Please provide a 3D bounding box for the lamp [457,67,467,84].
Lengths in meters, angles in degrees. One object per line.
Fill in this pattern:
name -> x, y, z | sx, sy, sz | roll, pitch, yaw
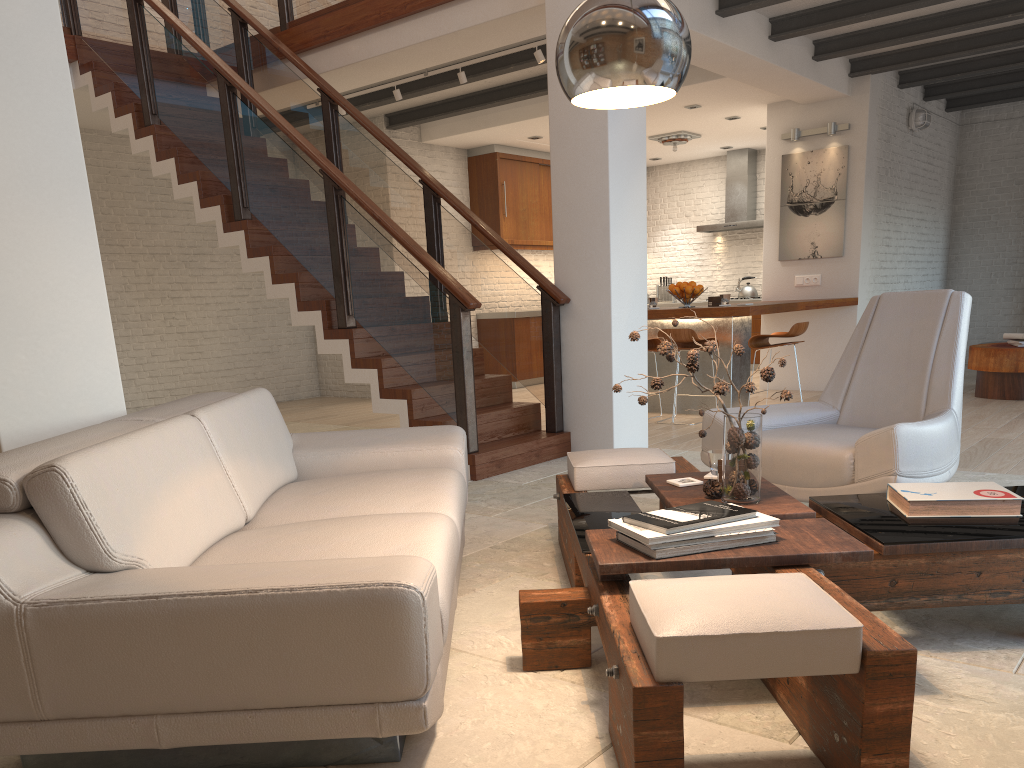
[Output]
lamp -> -0.398, -2.460, 6.973 | 0.060, 0.134, 0.084 | 9, 17, 41

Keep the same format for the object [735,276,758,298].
object -> 3.145, -1.292, 11.609 | 0.259, 0.285, 0.256 | -9, 12, -28

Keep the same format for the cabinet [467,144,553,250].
cabinet -> 0.719, -2.369, 11.616 | 0.456, 1.206, 3.262 | 9, 12, 39

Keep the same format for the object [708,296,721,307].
object -> 1.746, -0.709, 7.478 | 0.094, 0.085, 0.111 | -4, 9, -6

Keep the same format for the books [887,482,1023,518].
books -> 1.385, 0.362, 2.748 | 0.327, 0.058, 0.246 | -2, 6, 10

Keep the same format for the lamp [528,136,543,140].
lamp -> 0.261, -2.792, 9.817 | 0.122, 0.057, 0.121 | 3, 9, 39

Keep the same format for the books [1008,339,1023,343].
books -> 4.565, -0.380, 7.691 | 0.252, 0.011, 0.308 | -2, 6, 14

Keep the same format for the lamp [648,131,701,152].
lamp -> 1.904, -2.808, 10.190 | 0.446, 0.177, 0.439 | 3, 9, 39

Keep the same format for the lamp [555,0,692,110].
lamp -> 0.497, -0.287, 1.377 | 0.318, 2.434, 1.964 | -7, 12, -14

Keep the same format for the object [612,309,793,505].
object -> 0.589, 0.075, 2.752 | 0.542, 0.630, 0.304 | -1, 13, 10

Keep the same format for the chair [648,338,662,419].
chair -> 1.024, -0.086, 7.594 | 0.400, 0.803, 0.411 | 8, 17, 38

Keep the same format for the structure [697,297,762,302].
structure -> 3.023, -1.155, 11.874 | 0.804, 0.033, 0.576 | 1, 7, 39

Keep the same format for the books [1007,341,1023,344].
books -> 4.571, -0.370, 7.700 | 0.253, 0.011, 0.308 | -2, 5, 9

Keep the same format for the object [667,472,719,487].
object -> 0.690, 0.331, 3.111 | 0.271, 0.036, 0.240 | -2, 6, 11

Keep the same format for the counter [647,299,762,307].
counter -> 1.975, -0.972, 11.040 | 3.490, 0.072, 3.253 | 2, 7, 39

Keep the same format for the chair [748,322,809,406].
chair -> 2.251, -0.118, 7.287 | 0.417, 0.803, 0.393 | 8, 17, 38

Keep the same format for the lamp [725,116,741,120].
lamp -> 2.348, -2.845, 9.266 | 0.122, 0.057, 0.121 | 3, 9, 39

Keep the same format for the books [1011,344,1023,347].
books -> 4.581, -0.349, 7.702 | 0.252, 0.011, 0.308 | -1, 6, 19

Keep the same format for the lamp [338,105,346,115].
lamp -> -1.538, -2.487, 7.875 | 0.059, 0.134, 0.083 | -1, 12, 9

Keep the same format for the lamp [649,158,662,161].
lamp -> 1.942, -3.062, 11.797 | 0.122, 0.057, 0.121 | 3, 9, 39

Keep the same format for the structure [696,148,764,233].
structure -> 3.002, -2.568, 11.548 | 0.975, 1.029, 0.445 | 5, 16, 38

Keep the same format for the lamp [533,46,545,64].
lamp -> 0.204, -2.445, 6.487 | 0.087, 0.134, 0.057 | -3, 13, 0

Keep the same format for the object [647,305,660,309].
object -> 1.222, -0.692, 7.838 | 0.284, 0.036, 0.200 | 2, 7, 39

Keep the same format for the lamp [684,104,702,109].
lamp -> 1.787, -2.755, 8.606 | 0.122, 0.057, 0.121 | 3, 9, 39

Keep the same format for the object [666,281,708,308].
object -> 1.532, -0.785, 7.633 | 0.366, 0.230, 0.351 | -2, 8, 5

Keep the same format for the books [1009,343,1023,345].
books -> 4.588, -0.362, 7.712 | 0.253, 0.011, 0.308 | -2, 5, 9

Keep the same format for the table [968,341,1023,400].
table -> 4.858, -0.170, 8.220 | 1.793, 0.463, 1.063 | -9, 9, -44

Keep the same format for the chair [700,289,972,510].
chair -> 1.520, 0.125, 3.830 | 0.957, 1.053, 1.005 | -10, 13, -33

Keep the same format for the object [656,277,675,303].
object -> 2.235, -1.372, 12.718 | 0.318, 0.389, 0.064 | 6, 17, 38

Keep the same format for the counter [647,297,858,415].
counter -> 1.989, -0.278, 8.291 | 1.670, 0.953, 2.437 | 4, 9, 39

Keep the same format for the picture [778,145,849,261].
picture -> 2.971, -1.767, 8.623 | 0.647, 1.053, 0.019 | 7, 18, 37

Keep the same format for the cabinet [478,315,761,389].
cabinet -> 1.965, -1.546, 11.339 | 4.783, 2.941, 2.182 | -2, 11, 4

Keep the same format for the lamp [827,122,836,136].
lamp -> 3.042, -2.427, 8.294 | 0.079, 0.108, 0.077 | -8, 13, -22

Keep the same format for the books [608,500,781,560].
books -> 0.496, 0.390, 2.366 | 0.398, 0.077, 0.243 | -5, 7, -18

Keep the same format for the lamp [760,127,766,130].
lamp -> 2.908, -2.935, 9.927 | 0.122, 0.057, 0.121 | 3, 9, 39

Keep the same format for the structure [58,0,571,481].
structure -> 0.357, -1.673, 6.201 | 10.061, 4.292, 13.524 | 3, 8, 39

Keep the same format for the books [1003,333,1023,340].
books -> 4.605, -0.402, 7.753 | 0.271, 0.113, 0.313 | -5, 7, -18

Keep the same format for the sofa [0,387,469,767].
sofa -> -0.743, 0.456, 2.835 | 1.144, 0.782, 2.253 | -3, 6, -1

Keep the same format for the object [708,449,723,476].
object -> 0.753, 0.286, 3.153 | 0.091, 0.088, 0.088 | -3, 10, -1

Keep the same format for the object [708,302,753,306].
object -> 1.821, -0.678, 7.374 | 0.391, 0.036, 0.194 | 2, 8, 43

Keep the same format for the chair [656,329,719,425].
chair -> 1.442, -0.075, 7.262 | 0.400, 0.803, 0.411 | 8, 17, 38

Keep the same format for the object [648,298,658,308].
object -> 1.256, -0.724, 7.754 | 0.090, 0.088, 0.088 | 5, 12, 36

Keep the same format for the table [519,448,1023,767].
table -> 1.002, 0.544, 2.760 | 1.970, 0.445, 2.133 | -3, 6, 0

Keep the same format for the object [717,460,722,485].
object -> 0.761, 0.312, 3.016 | 0.094, 0.085, 0.110 | -1, 9, 11

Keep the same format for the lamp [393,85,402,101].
lamp -> -0.976, -2.474, 7.432 | 0.060, 0.134, 0.084 | 9, 17, 41

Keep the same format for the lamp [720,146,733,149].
lamp -> 2.746, -3.043, 11.158 | 0.122, 0.057, 0.121 | 3, 9, 39

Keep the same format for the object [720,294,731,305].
object -> 1.795, -0.712, 7.342 | 0.089, 0.088, 0.089 | -10, 12, -35

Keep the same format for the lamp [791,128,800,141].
lamp -> 2.766, -2.434, 8.513 | 0.079, 0.108, 0.077 | -8, 13, -22
